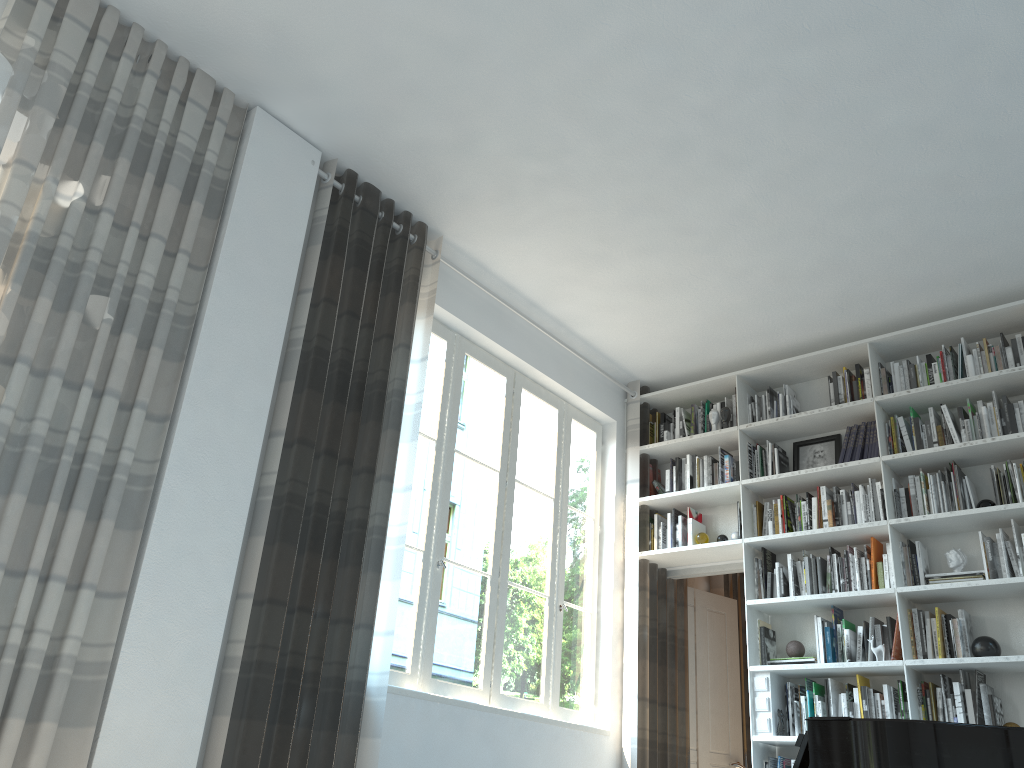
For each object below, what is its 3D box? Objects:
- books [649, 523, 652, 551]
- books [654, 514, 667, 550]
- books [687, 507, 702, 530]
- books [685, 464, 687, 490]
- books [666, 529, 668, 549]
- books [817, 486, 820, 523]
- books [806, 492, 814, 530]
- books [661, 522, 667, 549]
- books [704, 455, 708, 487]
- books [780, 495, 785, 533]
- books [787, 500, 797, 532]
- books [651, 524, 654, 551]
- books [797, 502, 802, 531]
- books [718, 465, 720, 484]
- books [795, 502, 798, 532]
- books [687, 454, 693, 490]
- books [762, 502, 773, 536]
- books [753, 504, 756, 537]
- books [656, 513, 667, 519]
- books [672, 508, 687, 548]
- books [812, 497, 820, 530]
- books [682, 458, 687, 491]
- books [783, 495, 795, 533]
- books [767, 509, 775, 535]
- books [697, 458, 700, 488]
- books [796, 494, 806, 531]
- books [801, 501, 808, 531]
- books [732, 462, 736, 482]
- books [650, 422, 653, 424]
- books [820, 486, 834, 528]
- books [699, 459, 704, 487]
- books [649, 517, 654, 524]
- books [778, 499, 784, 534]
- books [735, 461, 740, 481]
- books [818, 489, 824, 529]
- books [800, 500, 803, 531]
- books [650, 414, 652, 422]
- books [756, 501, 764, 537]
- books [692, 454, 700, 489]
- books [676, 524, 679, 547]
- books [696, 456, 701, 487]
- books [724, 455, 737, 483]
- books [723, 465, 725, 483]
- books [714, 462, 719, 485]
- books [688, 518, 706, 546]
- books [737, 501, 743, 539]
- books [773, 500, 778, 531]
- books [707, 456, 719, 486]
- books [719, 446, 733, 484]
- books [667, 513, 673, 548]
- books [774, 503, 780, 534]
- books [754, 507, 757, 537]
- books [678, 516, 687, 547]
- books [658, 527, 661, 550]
[{"bbox_3d":[0.959,1.056,5.890,0.013,0.227,0.179,-16,-32,36],"label":"books"},{"bbox_3d":[0.996,1.022,5.876,0.023,0.280,0.171,-16,-32,36],"label":"books"},{"bbox_3d":[1.185,0.962,5.740,0.013,0.297,0.179,-16,-32,36],"label":"books"},{"bbox_3d":[1.200,0.667,5.901,0.024,0.238,0.156,-16,-32,36],"label":"books"},{"bbox_3d":[1.058,1.060,5.834,0.029,0.184,0.135,-16,-32,36],"label":"books"},{"bbox_3d":[1.850,0.773,5.250,0.014,0.302,0.152,-16,-32,36],"label":"books"},{"bbox_3d":[1.797,0.798,5.274,0.014,0.271,0.181,-16,-32,36],"label":"books"},{"bbox_3d":[1.028,1.039,5.836,0.010,0.219,0.182,-16,-32,36],"label":"books"},{"bbox_3d":[1.307,0.618,5.806,0.025,0.259,0.167,-16,-32,36],"label":"books"},{"bbox_3d":[1.676,0.829,5.367,0.020,0.279,0.165,-16,-32,36],"label":"books"},{"bbox_3d":[1.714,0.836,5.339,0.047,0.248,0.134,-16,-32,36],"label":"books"},{"bbox_3d":[0.969,1.056,5.881,0.013,0.221,0.163,-16,-32,36],"label":"books"},{"bbox_3d":[1.748,0.833,5.292,0.014,0.217,0.164,-16,-32,36],"label":"books"},{"bbox_3d":[1.388,0.637,5.760,0.029,0.196,0.144,-16,-32,36],"label":"books"},{"bbox_3d":[1.739,0.840,5.321,0.012,0.229,0.150,-16,-32,36],"label":"books"},{"bbox_3d":[1.211,0.629,5.874,0.021,0.284,0.179,-16,-32,36],"label":"books"},{"bbox_3d":[1.587,0.870,5.440,0.062,0.257,0.153,-16,-32,36],"label":"books"},{"bbox_3d":[1.532,0.888,5.482,0.012,0.253,0.161,-16,-32,36],"label":"books"},{"bbox_3d":[0.996,1.025,5.906,0.013,0.301,0.135,-16,-32,36],"label":"books"},{"bbox_3d":[1.099,0.978,5.786,0.013,0.295,0.188,-16,-32,36],"label":"books"},{"bbox_3d":[1.822,0.808,5.252,0.047,0.237,0.163,-16,-32,36],"label":"books"},{"bbox_3d":[1.182,0.651,5.927,0.028,0.287,0.133,-16,-32,36],"label":"books"},{"bbox_3d":[1.681,0.823,5.350,0.011,0.276,0.164,-16,-32,36],"label":"books"},{"bbox_3d":[1.604,0.880,5.385,0.026,0.194,0.176,-16,-32,36],"label":"books"},{"bbox_3d":[1.268,0.635,5.834,0.012,0.248,0.192,-16,-32,36],"label":"books"},{"bbox_3d":[1.748,0.814,5.321,0.012,0.276,0.151,-16,-32,36],"label":"books"},{"bbox_3d":[1.775,0.826,5.272,0.031,0.216,0.173,-16,-32,36],"label":"books"},{"bbox_3d":[1.465,0.614,5.699,0.029,0.195,0.146,-16,-32,36],"label":"books"},{"bbox_3d":[1.009,0.402,6.227,0.011,0.240,0.151,-16,-32,36],"label":"books"},{"bbox_3d":[1.870,0.762,5.203,0.030,0.284,0.185,-16,-32,36],"label":"books"},{"bbox_3d":[1.281,0.634,5.824,0.022,0.243,0.174,-16,-32,36],"label":"books"},{"bbox_3d":[0.944,1.034,5.899,0.011,0.271,0.189,-16,-32,36],"label":"books"},{"bbox_3d":[1.660,0.844,5.368,0.014,0.251,0.187,-16,-32,36],"label":"books"},{"bbox_3d":[1.477,0.606,5.671,0.026,0.187,0.154,-16,-32,36],"label":"books"},{"bbox_3d":[1.852,0.777,5.219,0.023,0.270,0.187,-16,-32,36],"label":"books"},{"bbox_3d":[1.763,0.828,5.291,0.012,0.228,0.171,-16,-32,36],"label":"books"},{"bbox_3d":[0.994,0.370,6.239,0.012,0.306,0.181,-16,-32,36],"label":"books"},{"bbox_3d":[1.548,0.870,5.452,0.012,0.262,0.181,-16,-32,36],"label":"books"},{"bbox_3d":[1.246,0.628,5.872,0.037,0.290,0.156,-16,-32,36],"label":"books"},{"bbox_3d":[1.118,1.026,5.762,0.024,0.192,0.181,-16,-32,36],"label":"books"},{"bbox_3d":[1.260,0.629,5.846,0.013,0.267,0.162,-16,-32,36],"label":"books"},{"bbox_3d":[1.426,0.595,5.703,0.029,0.228,0.192,-16,-32,36],"label":"books"},{"bbox_3d":[1.415,0.631,5.726,0.031,0.182,0.151,-16,-32,36],"label":"books"},{"bbox_3d":[1.361,0.633,5.774,0.028,0.211,0.139,-16,-32,36],"label":"books"},{"bbox_3d":[1.190,0.991,5.700,0.029,0.210,0.187,-16,-32,36],"label":"books"},{"bbox_3d":[1.451,0.891,5.536,0.012,0.283,0.160,-16,-32,36],"label":"books"},{"bbox_3d":[1.631,0.851,5.399,0.010,0.261,0.151,-16,-32,36],"label":"books"},{"bbox_3d":[1.328,0.616,5.787,0.030,0.249,0.166,-16,-32,36],"label":"books"},{"bbox_3d":[1.392,0.575,5.754,0.012,0.302,0.189,-16,-32,36],"label":"books"},{"bbox_3d":[1.071,1.005,5.828,0.022,0.280,0.157,-16,-32,36],"label":"books"},{"bbox_3d":[1.643,0.860,5.377,0.030,0.229,0.172,-16,-32,36],"label":"books"},{"bbox_3d":[1.539,0.891,5.461,0.022,0.231,0.151,-16,-32,36],"label":"books"},{"bbox_3d":[1.134,0.992,5.740,0.021,0.235,0.189,-16,-32,36],"label":"books"},{"bbox_3d":[1.018,1.057,5.848,0.029,0.196,0.161,-16,-32,36],"label":"books"}]
